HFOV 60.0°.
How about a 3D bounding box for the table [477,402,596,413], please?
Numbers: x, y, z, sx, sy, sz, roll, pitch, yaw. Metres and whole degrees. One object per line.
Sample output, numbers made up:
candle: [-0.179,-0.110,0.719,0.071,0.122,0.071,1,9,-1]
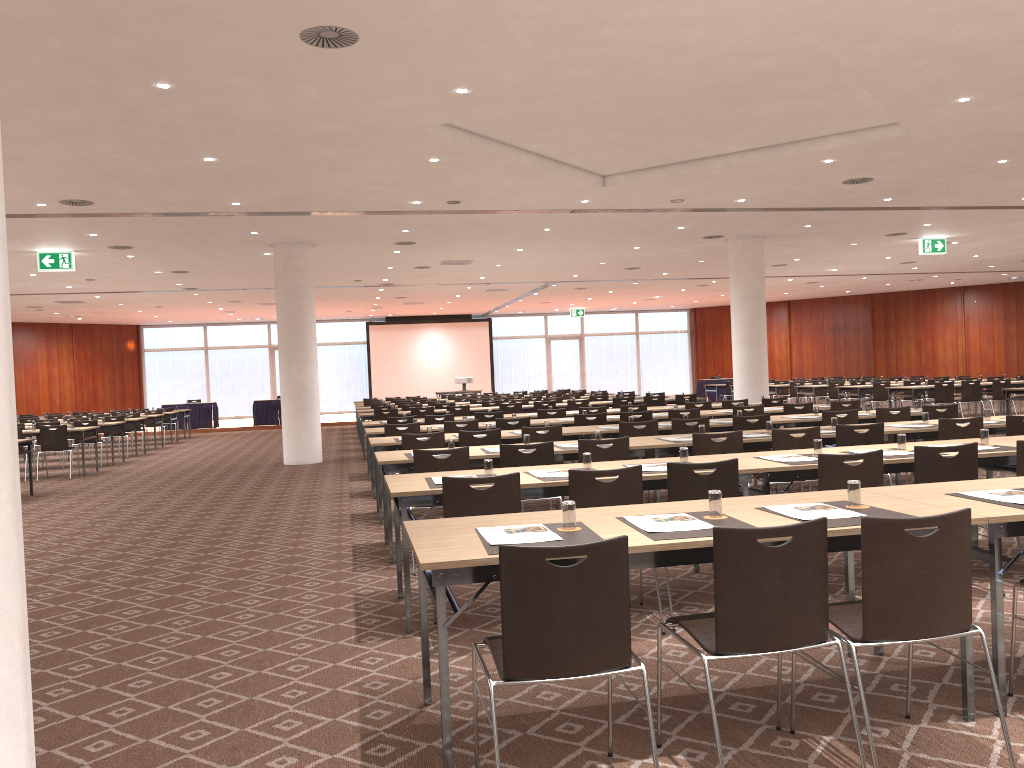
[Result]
table: [0.445,0.843,17.498,2.267,0.833,0.953,-3,1,-11]

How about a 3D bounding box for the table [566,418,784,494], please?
table: [1.835,0.873,10.128,2.267,0.833,0.953,-3,1,-11]

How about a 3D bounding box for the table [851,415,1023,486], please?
table: [4.435,0.781,8.582,2.267,0.833,0.953,-3,1,-11]

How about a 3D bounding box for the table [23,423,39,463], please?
table: [-11.623,1.337,19.299,2.267,0.833,0.953,-3,1,-11]

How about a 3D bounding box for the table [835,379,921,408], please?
table: [10.503,0.317,25.493,2.267,0.833,0.953,-3,1,-11]

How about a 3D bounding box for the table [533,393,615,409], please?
table: [1.562,0.719,23.812,2.267,0.833,0.953,-3,1,-11]

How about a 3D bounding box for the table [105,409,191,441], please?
table: [-10.506,1.213,25.613,2.267,0.833,0.953,-3,1,-11]

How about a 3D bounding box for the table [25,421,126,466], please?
table: [-9.023,1.245,17.753,2.267,0.833,0.953,-3,1,-11]

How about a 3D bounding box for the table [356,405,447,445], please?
table: [-2.525,0.928,21.009,2.267,0.833,0.953,-3,1,-11]

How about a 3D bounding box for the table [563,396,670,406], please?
table: [2.303,0.735,19.882,2.267,0.833,0.953,-3,1,-11]

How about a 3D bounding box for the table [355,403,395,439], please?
table: [-2.895,0.920,22.974,2.267,0.833,0.953,-3,1,-11]

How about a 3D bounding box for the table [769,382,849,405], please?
table: [8.275,0.417,25.074,2.267,0.833,0.953,-3,1,-11]

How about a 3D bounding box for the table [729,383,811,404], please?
table: [7.904,0.409,27.039,2.267,0.833,0.953,-3,1,-11]

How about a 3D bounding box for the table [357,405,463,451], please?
table: [-2.154,0.936,19.044,2.267,0.833,0.953,-3,1,-11]

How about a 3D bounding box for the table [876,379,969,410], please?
table: [10.874,0.325,23.527,2.267,0.833,0.953,-3,1,-11]

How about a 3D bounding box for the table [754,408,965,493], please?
table: [4.064,0.773,10.547,2.267,0.833,0.953,-3,1,-11]

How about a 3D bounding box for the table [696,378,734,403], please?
table: [7.685,0.233,32.309,1.712,0.832,1.041,-3,1,-11]

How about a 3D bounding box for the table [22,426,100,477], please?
table: [-8.653,1.252,15.788,2.267,0.833,0.953,-3,1,-11]

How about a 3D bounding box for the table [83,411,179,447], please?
table: [-10.136,1.221,23.648,2.267,0.833,0.953,-3,1,-11]

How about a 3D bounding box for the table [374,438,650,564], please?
table: [-0.022,0.981,7.744,2.267,0.833,0.953,-3,1,-11]

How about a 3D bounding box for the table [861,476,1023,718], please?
table: [2.948,0.897,4.233,2.267,0.833,0.953,-3,1,-11]

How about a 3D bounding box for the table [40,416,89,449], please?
table: [-12.364,1.321,23.229,2.267,0.833,0.953,-3,1,-11]

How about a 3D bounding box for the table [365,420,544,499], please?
table: [-0.764,0.965,11.675,2.267,0.833,0.953,-3,1,-11]

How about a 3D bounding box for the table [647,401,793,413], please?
table: [3.323,0.757,14.478,2.267,0.833,0.953,-3,1,-11]

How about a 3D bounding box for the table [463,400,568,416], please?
table: [0.075,0.835,19.463,2.267,0.833,0.953,-3,1,-11]

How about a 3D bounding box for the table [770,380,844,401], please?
table: [9.762,0.301,29.423,2.267,0.833,0.953,-3,1,-11]

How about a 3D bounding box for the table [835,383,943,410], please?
table: [9.016,0.433,21.143,2.267,0.833,0.953,-3,1,-11]

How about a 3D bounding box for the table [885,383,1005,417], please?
table: [9.387,0.441,19.178,2.267,0.833,0.953,-3,1,-11]

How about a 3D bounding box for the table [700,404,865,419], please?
table: [3.693,0.765,12.512,2.267,0.833,0.953,-3,1,-11]

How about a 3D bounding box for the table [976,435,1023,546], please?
table: [4.805,0.788,6.617,2.267,0.833,0.953,-3,1,-11]

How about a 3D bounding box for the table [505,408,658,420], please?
table: [1.094,0.857,14.059,2.267,0.833,0.953,-3,1,-11]

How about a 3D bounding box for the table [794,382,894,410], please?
table: [8.645,0.425,23.109,2.267,0.833,0.953,-3,1,-11]

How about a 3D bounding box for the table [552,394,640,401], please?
table: [1.932,0.727,21.847,2.267,0.833,0.953,-3,1,-11]

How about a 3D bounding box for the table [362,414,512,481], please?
table: [-1.135,0.957,13.640,2.267,0.833,0.953,-3,1,-11]

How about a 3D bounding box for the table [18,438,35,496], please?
table: [-8.004,1.266,12.349,2.267,0.833,0.953,-3,1,-11]

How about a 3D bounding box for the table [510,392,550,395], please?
table: [0.820,0.703,27.742,2.267,0.833,0.953,-3,1,-11]

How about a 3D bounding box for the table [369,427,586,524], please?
table: [-0.393,0.973,9.709,2.267,0.833,0.953,-3,1,-11]

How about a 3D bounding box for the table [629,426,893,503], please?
table: [2.206,0.881,8.163,2.267,0.833,0.953,-3,1,-11]

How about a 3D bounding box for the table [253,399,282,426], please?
table: [-7.699,0.925,29.417,1.712,0.832,1.041,-3,1,-11]

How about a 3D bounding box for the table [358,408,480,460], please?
table: [-1.783,0.943,17.079,2.267,0.833,0.953,-3,1,-11]

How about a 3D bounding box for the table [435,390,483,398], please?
table: [-1.829,0.661,30.538,1.539,0.832,0.953,-3,1,-11]

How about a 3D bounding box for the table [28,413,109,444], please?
table: [-12.735,1.313,25.194,2.267,0.833,0.953,-3,1,-11]

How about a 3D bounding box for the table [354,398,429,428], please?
table: [-3.637,0.904,26.904,2.267,0.833,0.953,-3,1,-11]

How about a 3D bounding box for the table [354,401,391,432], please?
table: [-3.266,0.912,24.939,2.267,0.833,0.953,-3,1,-11]

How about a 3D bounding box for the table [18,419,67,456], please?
table: [-11.993,1.329,21.264,2.267,0.833,0.953,-3,1,-11]

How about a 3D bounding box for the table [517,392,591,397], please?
table: [1.191,0.711,25.777,2.267,0.833,0.953,-3,1,-11]

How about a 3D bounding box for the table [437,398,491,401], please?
table: [-1.037,0.812,25.358,2.267,0.833,0.953,-3,1,-11]

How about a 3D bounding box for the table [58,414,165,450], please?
table: [-9.765,1.229,21.683,2.267,0.833,0.953,-3,1,-11]

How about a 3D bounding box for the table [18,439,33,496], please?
table: [-8.004,1.266,12.349,2.267,0.833,0.953,-3,1,-11]

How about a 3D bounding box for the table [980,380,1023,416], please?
table: [11.615,0.341,19.597,2.267,0.833,0.953,-3,1,-11]

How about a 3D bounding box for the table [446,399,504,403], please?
table: [-0.667,0.819,23.393,2.267,0.833,0.953,-3,1,-11]

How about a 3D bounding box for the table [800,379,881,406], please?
table: [10.133,0.309,27.458,2.267,0.833,0.953,-3,1,-11]

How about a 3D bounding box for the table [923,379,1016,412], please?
table: [11.245,0.333,21.562,2.267,0.833,0.953,-3,1,-11]

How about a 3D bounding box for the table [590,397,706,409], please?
table: [2.674,0.743,17.917,2.267,0.833,0.953,-3,1,-11]

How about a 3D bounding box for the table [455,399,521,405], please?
table: [-0.296,0.827,21.428,2.267,0.833,0.953,-3,1,-11]

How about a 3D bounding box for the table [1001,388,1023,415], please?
table: [10.036,0.455,15.739,2.267,0.833,0.953,-3,1,-11]

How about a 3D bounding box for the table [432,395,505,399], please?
table: [-1.408,0.804,27.323,2.267,0.833,0.953,-3,1,-11]

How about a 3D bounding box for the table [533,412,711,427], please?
table: [1.465,0.865,12.094,2.267,0.833,0.953,-3,1,-11]

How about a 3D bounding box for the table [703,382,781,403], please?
table: [7.533,0.401,29.004,2.267,0.833,0.953,-3,1,-11]
